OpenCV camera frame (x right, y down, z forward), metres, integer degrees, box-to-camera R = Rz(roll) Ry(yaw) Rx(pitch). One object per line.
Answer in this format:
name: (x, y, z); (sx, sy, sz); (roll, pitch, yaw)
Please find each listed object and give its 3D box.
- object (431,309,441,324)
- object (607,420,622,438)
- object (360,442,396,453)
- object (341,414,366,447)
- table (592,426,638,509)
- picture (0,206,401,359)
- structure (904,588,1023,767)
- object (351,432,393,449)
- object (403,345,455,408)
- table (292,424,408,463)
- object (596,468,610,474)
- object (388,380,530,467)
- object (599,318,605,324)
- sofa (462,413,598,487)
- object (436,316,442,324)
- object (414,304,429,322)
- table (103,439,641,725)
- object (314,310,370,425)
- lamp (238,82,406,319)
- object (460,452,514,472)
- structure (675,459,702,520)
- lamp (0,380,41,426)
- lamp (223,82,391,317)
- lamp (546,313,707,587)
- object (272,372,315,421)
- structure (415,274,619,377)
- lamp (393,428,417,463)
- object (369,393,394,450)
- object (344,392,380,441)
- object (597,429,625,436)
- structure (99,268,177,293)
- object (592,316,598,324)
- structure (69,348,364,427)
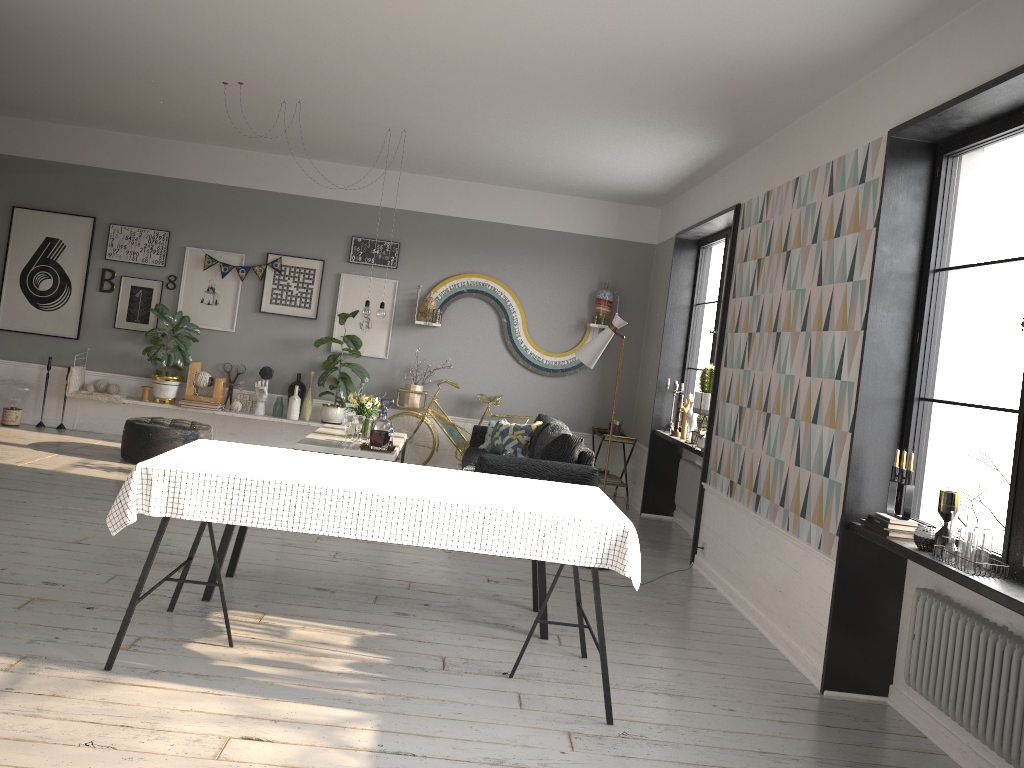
object: (-0.756, -0.676, 8.832); (0.085, 0.140, 0.086); (8, 0, -11)
object: (0.982, 0.431, 8.497); (0.142, 0.160, 0.138); (8, 0, 35)
object: (-0.987, 0.469, 6.518); (0.246, 0.015, 0.318); (7, 3, -3)
object: (-1.169, 0.342, 6.498); (0.168, 0.227, 0.082); (7, -1, 8)
table: (0.958, 0.809, 8.692); (0.339, 0.680, 0.743); (7, 1, -4)
picture: (-4.684, -1.143, 6.790); (7.288, 1.796, 4.043); (7, 2, -3)
structure: (1.779, 1.114, 3.202); (0.148, 0.428, 1.224); (8, 2, -6)
object: (-1.050, 0.425, 6.633); (0.278, 0.087, 0.247); (6, 2, -26)
object: (-0.843, -0.060, 8.792); (0.489, 0.642, 0.253); (7, -1, 14)
table: (-1.261, 0.680, 6.991); (0.731, 0.511, 1.457); (7, 2, -4)
object: (0.902, 0.893, 8.843); (0.145, 0.073, 0.146); (7, 2, -17)
object: (-0.508, 0.465, 8.825); (1.623, 0.971, 0.427); (7, -1, -12)
object: (0.908, -0.633, 8.894); (0.050, 0.058, 0.050); (7, 0, -14)
sofa: (0.076, 0.696, 7.480); (0.969, 0.798, 2.343); (7, 2, -4)
object: (-0.740, -0.649, 8.911); (0.062, 0.082, 0.062); (7, 0, -28)
object: (-0.899, -0.704, 8.810); (0.198, 0.166, 0.060); (8, -1, 30)
table: (-0.537, 0.778, 3.700); (2.024, 0.785, 0.932); (7, 1, -3)
object: (-1.689, -0.172, 8.759); (0.569, 1.151, 0.414); (7, -1, 36)
lamp: (-1.488, -1.337, 6.691); (1.390, 1.538, 0.074); (7, -1, -34)
object: (-0.181, 0.714, 6.859); (0.489, 0.329, 0.667); (7, 2, -8)
structure: (1.546, 0.904, 7.244); (0.148, 0.428, 1.224); (8, 2, -6)
lamp: (-4.805, 0.181, 8.531); (0.433, 0.438, 0.431); (8, 1, 18)
lamp: (-1.615, -1.356, 6.745); (1.390, 1.538, 0.074); (7, -1, -34)
lamp: (0.869, 0.404, 5.839); (1.245, 1.704, 0.680); (7, -1, -5)
object: (-2.152, 0.101, 8.761); (0.284, 0.489, 0.333); (8, 0, -43)
structure: (0.031, -0.600, 8.940); (2.021, 0.957, 0.267); (7, -1, -3)
lamp: (-1.156, 0.656, 8.579); (0.434, 0.438, 0.431); (8, 1, 27)
object: (-0.946, 0.274, 6.460); (0.156, 0.417, 0.148); (7, -1, 16)
object: (-1.180, 0.255, 6.997); (0.325, 0.351, 0.352); (7, 1, -1)
object: (0.991, 0.488, 8.852); (0.246, 0.015, 0.318); (7, 3, -3)
structure: (-3.740, -1.005, 8.864); (0.738, 0.263, 0.024); (7, -1, -3)
object: (0.839, -0.643, 8.925); (0.060, 0.079, 0.060); (7, 0, -15)
structure: (-2.893, 0.061, 8.748); (2.774, 0.487, 0.308); (7, 0, -3)
